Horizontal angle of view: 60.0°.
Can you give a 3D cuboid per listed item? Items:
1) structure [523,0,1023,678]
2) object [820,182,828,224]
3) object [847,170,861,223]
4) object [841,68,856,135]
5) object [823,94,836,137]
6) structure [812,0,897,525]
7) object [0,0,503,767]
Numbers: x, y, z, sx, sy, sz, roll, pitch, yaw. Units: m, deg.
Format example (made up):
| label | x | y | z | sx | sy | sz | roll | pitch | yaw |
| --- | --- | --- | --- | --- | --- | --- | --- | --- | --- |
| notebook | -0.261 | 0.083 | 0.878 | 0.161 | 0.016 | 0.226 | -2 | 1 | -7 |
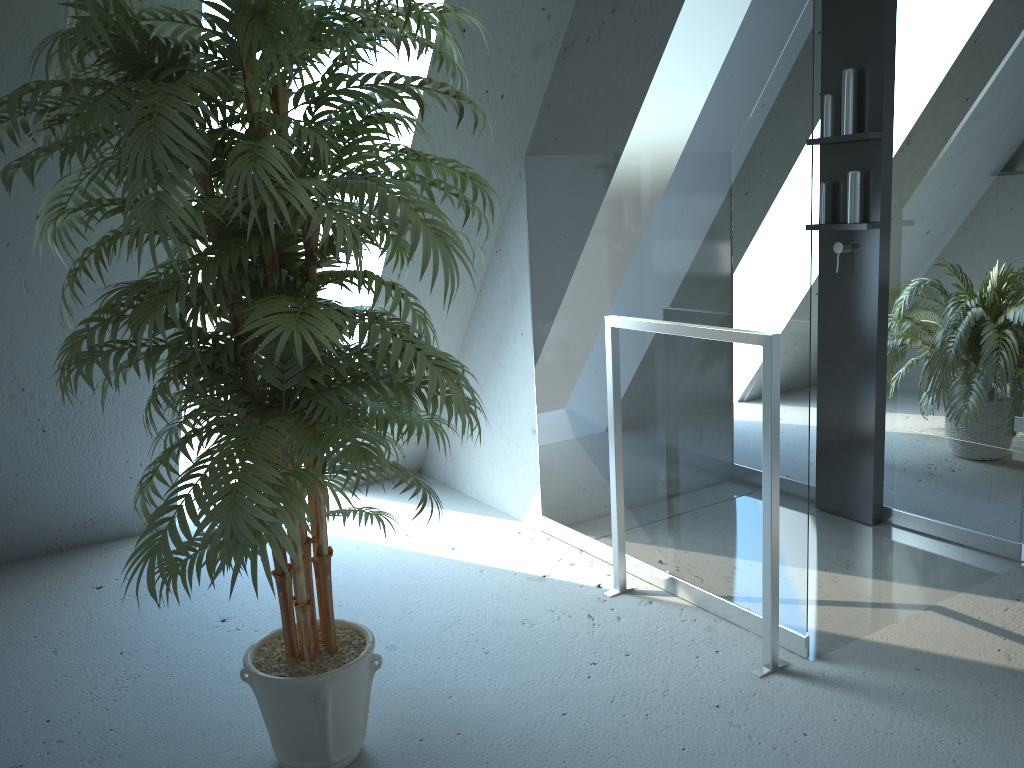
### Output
| label | x | y | z | sx | sy | sz | roll | pitch | yaw |
| --- | --- | --- | --- | --- | --- | --- | --- | --- | --- |
| structure | 0.899 | -0.428 | 2.579 | 1.184 | 2.114 | 1.835 | -10 | 13 | -31 |
| object | 1.101 | -0.638 | 3.126 | 0.023 | 0.144 | 0.043 | 2 | 12 | 24 |
| object | 1.165 | -0.637 | 3.022 | 0.043 | 0.175 | 0.023 | 3 | 12 | 27 |
| object | 1.131 | -0.948 | 2.983 | 0.043 | 0.215 | 0.043 | 7 | 15 | 42 |
| object | 1.094 | -0.923 | 3.054 | 0.043 | 0.144 | 0.023 | -4 | 11 | -6 |
| structure | 0.972 | -0.441 | 2.986 | 0.612 | 1.978 | 0.250 | -10 | 13 | -31 |
| object | -0.491 | -0.166 | 1.820 | 1.020 | 2.034 | 0.980 | 0 | 11 | 17 |
